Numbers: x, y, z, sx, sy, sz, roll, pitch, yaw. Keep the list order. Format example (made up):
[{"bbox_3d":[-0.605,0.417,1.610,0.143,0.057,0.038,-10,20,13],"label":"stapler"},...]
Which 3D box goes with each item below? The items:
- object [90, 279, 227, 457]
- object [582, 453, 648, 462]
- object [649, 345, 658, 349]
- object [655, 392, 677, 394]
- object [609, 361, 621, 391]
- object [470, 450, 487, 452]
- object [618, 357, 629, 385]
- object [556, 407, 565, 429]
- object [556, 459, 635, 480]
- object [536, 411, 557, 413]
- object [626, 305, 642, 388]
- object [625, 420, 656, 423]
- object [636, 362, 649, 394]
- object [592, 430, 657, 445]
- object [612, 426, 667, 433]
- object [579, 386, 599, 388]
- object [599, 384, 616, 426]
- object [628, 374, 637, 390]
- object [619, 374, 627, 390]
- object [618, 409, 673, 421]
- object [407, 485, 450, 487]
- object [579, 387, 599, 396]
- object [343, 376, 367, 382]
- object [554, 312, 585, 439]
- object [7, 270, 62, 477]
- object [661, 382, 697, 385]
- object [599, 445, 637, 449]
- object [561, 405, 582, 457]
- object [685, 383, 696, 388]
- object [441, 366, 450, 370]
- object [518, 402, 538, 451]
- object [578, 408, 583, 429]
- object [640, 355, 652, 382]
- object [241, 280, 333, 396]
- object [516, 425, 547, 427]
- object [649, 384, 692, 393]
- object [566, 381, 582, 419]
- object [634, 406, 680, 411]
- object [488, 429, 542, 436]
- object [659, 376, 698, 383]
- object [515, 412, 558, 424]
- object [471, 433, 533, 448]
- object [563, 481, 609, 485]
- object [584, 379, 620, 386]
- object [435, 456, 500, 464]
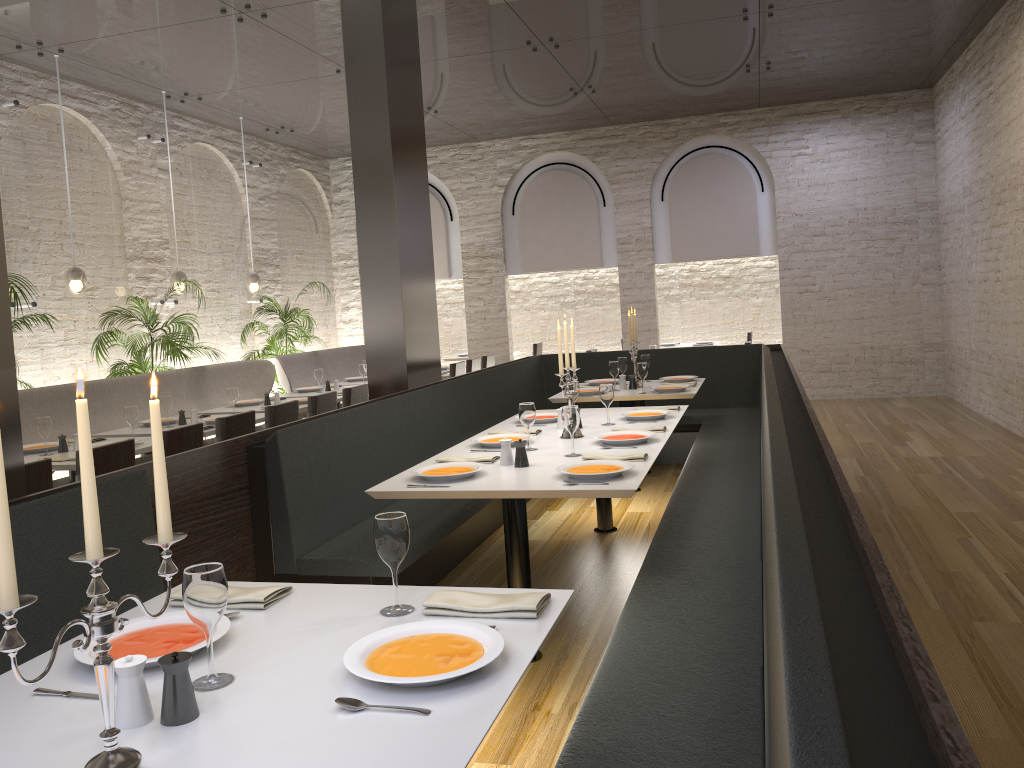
[{"bbox_3d":[-3.419,-0.026,8.520,1.147,1.971,1.188,-6,4,-33],"label":"object"},{"bbox_3d":[0.458,0.325,3.931,0.272,0.033,0.143,-2,5,16],"label":"object"},{"bbox_3d":[1.442,-0.281,9.014,0.086,0.230,0.086,-6,4,-44],"label":"object"},{"bbox_3d":[1.136,0.064,6.478,0.181,0.015,0.038,-2,5,17],"label":"object"},{"bbox_3d":[0.803,-0.061,6.935,0.087,0.230,0.086,-6,4,-38],"label":"object"},{"bbox_3d":[-0.116,0.328,4.364,0.185,0.010,0.017,-2,5,16],"label":"object"},{"bbox_3d":[0.925,-0.106,7.372,0.087,0.230,0.086,-6,4,-38],"label":"object"},{"bbox_3d":[0.283,0.194,5.012,0.068,0.126,0.069,-3,3,10],"label":"object"},{"bbox_3d":[0.339,0.354,3.604,0.321,0.036,0.322,-4,5,-8],"label":"object"},{"bbox_3d":[0.247,0.184,5.735,0.272,0.033,0.143,-2,5,16],"label":"object"},{"bbox_3d":[0.974,-0.300,7.090,0.131,0.655,0.391,-2,3,27],"label":"object"},{"bbox_3d":[0.735,0.213,5.039,0.181,0.015,0.038,-2,5,17],"label":"object"},{"bbox_3d":[0.972,-0.042,6.589,0.087,0.230,0.086,-6,4,-38],"label":"object"},{"bbox_3d":[0.560,0.271,4.400,0.321,0.036,0.322,0,6,35],"label":"object"},{"bbox_3d":[0.678,0.243,4.723,0.272,0.033,0.143,-2,5,16],"label":"object"},{"bbox_3d":[0.669,0.027,7.252,0.272,0.033,0.143,-2,5,16],"label":"object"},{"bbox_3d":[0.543,0.118,5.047,0.086,0.230,0.087,-2,3,28],"label":"object"},{"bbox_3d":[0.949,-0.017,6.977,0.069,0.126,0.069,-6,4,-32],"label":"object"},{"bbox_3d":[0.879,-0.017,7.022,0.069,0.126,0.069,-6,4,-32],"label":"object"},{"bbox_3d":[0.788,0.186,5.218,0.321,0.036,0.322,-3,5,11],"label":"object"},{"bbox_3d":[-0.336,0.411,3.572,0.185,0.010,0.017,-2,5,16],"label":"object"},{"bbox_3d":[0.578,0.062,6.825,0.321,0.036,0.322,-4,5,-8],"label":"object"},{"bbox_3d":[-1.729,-0.052,9.905,0.322,0.036,0.321,-7,6,-37],"label":"object"},{"bbox_3d":[0.295,-0.047,4.652,0.131,0.655,0.391,-2,3,27],"label":"object"},{"bbox_3d":[-3.956,0.175,6.586,1.191,1.971,1.145,-7,4,-43],"label":"object"},{"bbox_3d":[1.329,0.001,7.059,0.272,0.033,0.143,-2,5,16],"label":"object"},{"bbox_3d":[0.505,0.299,4.212,0.181,0.015,0.038,-2,5,17],"label":"object"},{"bbox_3d":[0.276,0.217,4.088,0.086,0.230,0.086,-5,3,-32],"label":"object"},{"bbox_3d":[1.288,0.016,6.911,0.272,0.033,0.143,-2,5,16],"label":"object"},{"bbox_3d":[-0.907,-0.187,10.854,0.322,0.036,0.321,-7,6,-37],"label":"object"},{"bbox_3d":[0.079,0.209,4.335,0.086,0.230,0.087,-3,3,16],"label":"object"},{"bbox_3d":[0.361,0.191,4.986,0.068,0.126,0.069,-3,3,10],"label":"object"},{"bbox_3d":[1.136,-0.132,7.507,0.086,0.230,0.086,-4,3,-14],"label":"object"},{"bbox_3d":[-2.744,-0.272,10.884,1.145,1.971,1.190,-4,3,-4],"label":"object"},{"bbox_3d":[0.115,0.243,5.191,0.185,0.010,0.017,-2,5,16],"label":"object"},{"bbox_3d":[1.187,0.038,6.651,0.321,0.036,0.322,-4,5,-8],"label":"object"},{"bbox_3d":[0.374,0.099,5.393,0.086,0.230,0.087,-2,3,28],"label":"object"},{"bbox_3d":[0.909,0.157,5.549,0.272,0.033,0.143,-2,5,16],"label":"object"},{"bbox_3d":[0.017,0.270,4.909,0.272,0.033,0.143,-2,5,16],"label":"object"},{"bbox_3d":[1.387,-0.037,7.369,0.322,0.036,0.322,-6,5,-26],"label":"object"},{"bbox_3d":[0.179,0.211,5.391,0.321,0.036,0.322,-3,5,11],"label":"object"},{"bbox_3d":[-0.049,0.296,4.573,0.321,0.036,0.322,0,6,35],"label":"object"},{"bbox_3d":[0.284,0.381,3.421,0.181,0.015,0.038,-2,5,17],"label":"object"},{"bbox_3d":[0.778,-0.012,7.542,0.321,0.036,0.322,-3,5,11],"label":"object"},{"bbox_3d":[-0.204,0.352,4.117,0.272,0.033,0.143,-2,5,16],"label":"object"}]
